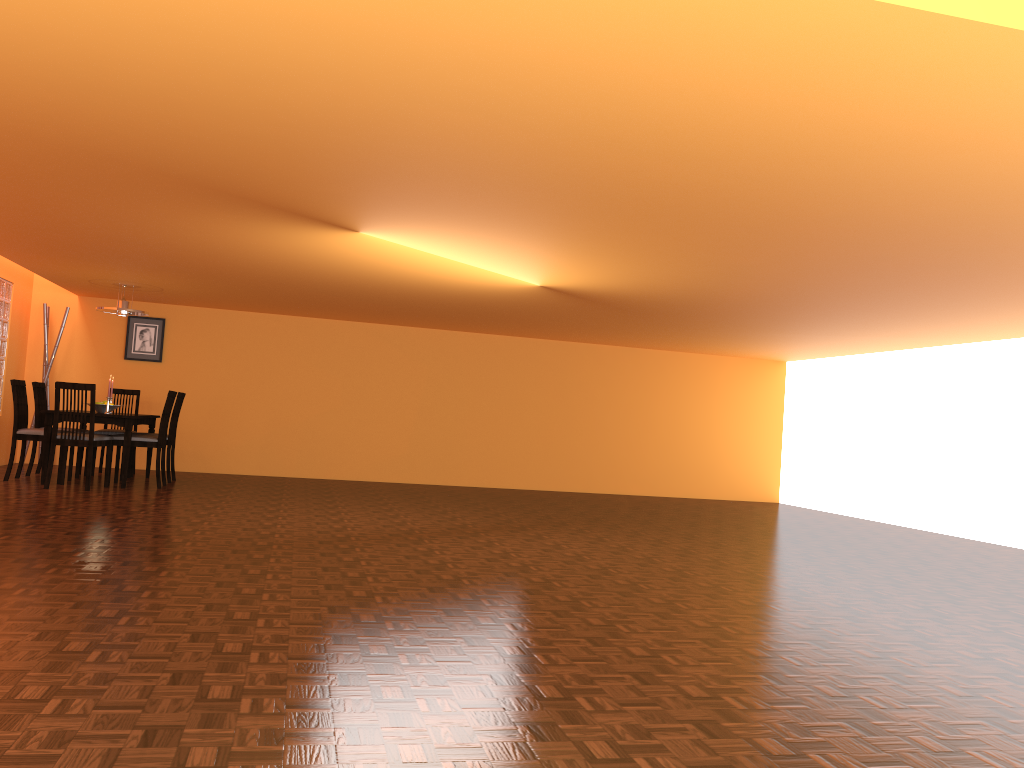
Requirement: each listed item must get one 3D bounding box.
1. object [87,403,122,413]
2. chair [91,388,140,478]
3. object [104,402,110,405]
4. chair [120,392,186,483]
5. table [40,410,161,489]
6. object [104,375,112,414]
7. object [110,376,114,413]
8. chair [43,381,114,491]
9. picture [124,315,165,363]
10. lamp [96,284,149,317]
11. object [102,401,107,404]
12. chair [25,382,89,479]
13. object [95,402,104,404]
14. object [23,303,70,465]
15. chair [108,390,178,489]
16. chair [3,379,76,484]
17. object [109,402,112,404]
[{"bbox_3d":[-3.444,0.208,7.478,0.337,0.072,0.337,1,-4,43],"label":"object"},{"bbox_3d":[-3.648,0.446,8.225,0.373,0.809,0.465,5,-3,-18],"label":"chair"},{"bbox_3d":[-3.381,0.174,7.406,0.046,0.046,0.055,6,-3,-30],"label":"object"},{"bbox_3d":[-3.182,0.461,7.878,0.465,0.809,0.373,5,-3,-13],"label":"chair"},{"bbox_3d":[-3.464,0.537,7.506,0.697,0.584,1.259,5,-3,-13],"label":"table"},{"bbox_3d":[-3.296,0.080,7.249,0.044,0.326,0.044,5,-3,-25],"label":"object"},{"bbox_3d":[-3.503,0.090,7.756,0.044,0.326,0.044,5,-3,-25],"label":"object"},{"bbox_3d":[-3.315,0.400,6.801,0.373,0.809,0.465,4,-3,-8],"label":"chair"},{"bbox_3d":[-3.764,-0.461,9.094,0.361,0.456,0.014,5,-3,-13],"label":"picture"},{"bbox_3d":[-3.450,-0.742,7.878,0.435,0.274,0.435,4,-3,9],"label":"lamp"},{"bbox_3d":[-3.461,0.174,7.550,0.069,0.066,0.069,4,-3,-3],"label":"object"},{"bbox_3d":[-3.926,0.401,7.703,0.465,0.809,0.373,5,-3,-13],"label":"chair"},{"bbox_3d":[-3.466,0.189,7.446,0.089,0.076,0.087,4,-3,-7],"label":"object"},{"bbox_3d":[-4.532,0.016,8.637,0.308,1.589,0.226,4,-3,9],"label":"object"},{"bbox_3d":[-3.048,0.443,7.318,0.465,0.809,0.373,5,-3,-13],"label":"chair"},{"bbox_3d":[-3.791,0.384,7.143,0.465,0.809,0.373,5,-3,-13],"label":"chair"},{"bbox_3d":[-3.392,0.191,7.512,0.055,0.070,0.066,6,-3,-32],"label":"object"}]
